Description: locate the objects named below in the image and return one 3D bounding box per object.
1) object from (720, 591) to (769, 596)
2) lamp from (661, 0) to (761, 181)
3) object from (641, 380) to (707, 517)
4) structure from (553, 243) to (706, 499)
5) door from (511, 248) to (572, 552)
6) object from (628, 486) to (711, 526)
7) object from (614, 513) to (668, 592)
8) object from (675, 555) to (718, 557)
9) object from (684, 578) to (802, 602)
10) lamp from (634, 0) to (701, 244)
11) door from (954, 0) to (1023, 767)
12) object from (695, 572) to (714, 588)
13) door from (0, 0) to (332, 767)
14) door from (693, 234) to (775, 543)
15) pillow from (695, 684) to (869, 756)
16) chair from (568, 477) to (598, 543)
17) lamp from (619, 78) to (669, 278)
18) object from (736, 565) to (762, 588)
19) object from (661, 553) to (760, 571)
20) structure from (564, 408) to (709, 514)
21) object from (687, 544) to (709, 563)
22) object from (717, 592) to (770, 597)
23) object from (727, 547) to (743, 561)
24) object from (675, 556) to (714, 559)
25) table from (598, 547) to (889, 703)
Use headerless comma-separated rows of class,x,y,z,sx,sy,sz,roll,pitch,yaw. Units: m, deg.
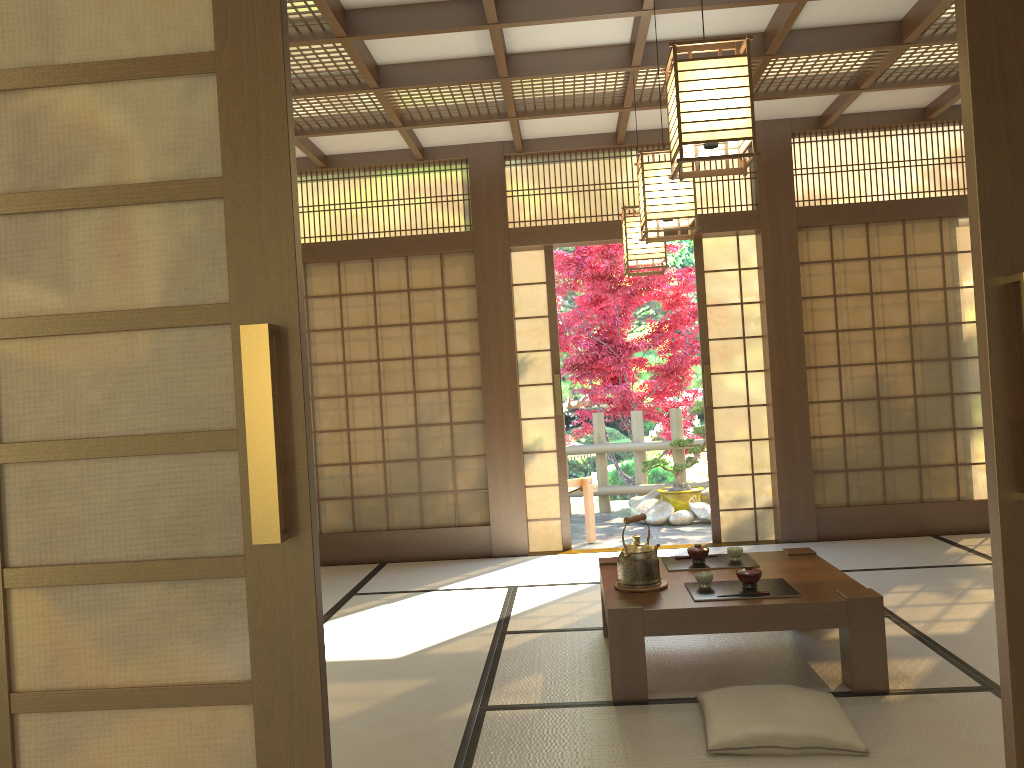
object,0.883,0.801,3.387,0.200,0.008,0.008,-3,-1,-3
lamp,0.571,-1.183,2.677,0.240,1.129,0.240,-4,-1,4
object,1.756,0.579,8.424,1.032,1.362,0.586,-4,-1,30
structure,0.942,-0.538,9.950,3.412,4.004,3.045,-4,-1,36
door,-0.570,0.178,6.599,1.894,2.380,0.073,-4,-1,4
object,1.734,1.133,8.409,1.260,0.276,1.147,-4,-1,-1
object,0.524,0.688,3.664,0.219,0.296,0.226,-4,-1,-1
object,0.867,0.810,4.174,0.200,0.008,0.008,-4,-1,4
object,0.898,0.808,3.490,0.400,0.007,0.300,-4,-1,4
lamp,0.646,-1.176,3.839,0.240,1.129,0.240,-4,-1,4
door,1.254,-0.023,1.143,1.230,2.265,0.076,-4,-1,4
object,0.773,0.787,3.561,0.073,0.052,0.074,-3,-1,-43
door,-0.902,0.111,1.280,1.230,2.265,0.076,-4,-1,4
door,2.340,-0.003,6.414,1.894,2.380,0.073,-4,-1,4
pillow,0.877,1.112,2.970,0.486,0.107,0.496,-4,-1,7
chair,0.233,1.037,7.418,0.704,0.598,0.698,-3,-1,-40
lamp,0.721,-1.169,5.002,0.240,1.129,0.240,-4,-1,4
object,0.936,0.759,3.500,0.100,0.080,0.100,-4,-1,4
object,0.900,0.814,4.059,0.400,0.007,0.300,-4,-1,4
structure,1.765,0.796,9.057,7.456,1.136,0.245,-4,-1,4
object,0.848,0.770,4.034,0.100,0.080,0.100,-4,-1,4
object,0.880,0.801,3.374,0.200,0.008,0.008,-4,-1,2
object,1.020,0.777,4.053,0.073,0.052,0.074,-3,-1,-43
object,0.865,0.810,4.157,0.200,0.008,0.008,-4,-1,0
table,0.894,0.980,3.753,1.000,0.350,1.000,-4,-1,4
